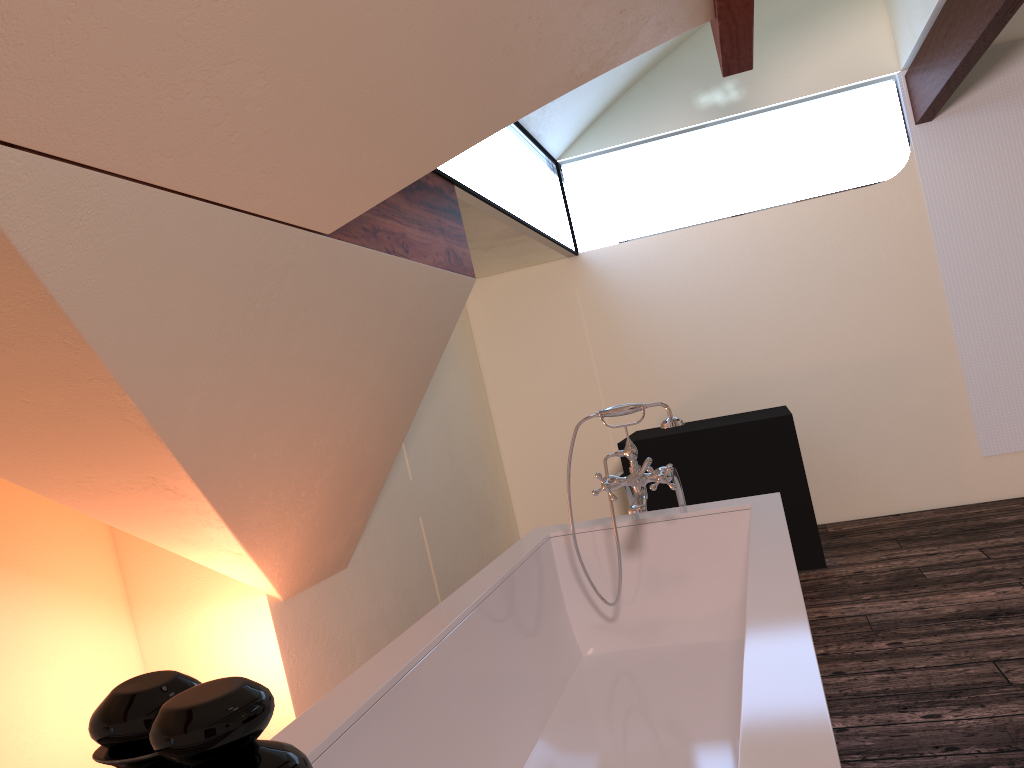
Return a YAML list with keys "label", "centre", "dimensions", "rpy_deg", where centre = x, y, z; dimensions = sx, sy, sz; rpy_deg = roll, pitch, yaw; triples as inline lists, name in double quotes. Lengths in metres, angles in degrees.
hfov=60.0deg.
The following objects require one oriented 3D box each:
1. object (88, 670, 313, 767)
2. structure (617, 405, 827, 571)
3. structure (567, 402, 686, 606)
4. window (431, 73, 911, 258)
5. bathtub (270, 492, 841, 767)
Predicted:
- label: "object"
  centre: [-0.318, 0.456, 0.921]
  dimensions: [0.155, 0.229, 0.277]
  rpy_deg: [-12, 0, -45]
- label: "structure"
  centre: [1.138, 0.658, 4.799]
  dimensions: [0.871, 0.861, 0.799]
  rpy_deg: [-12, 0, 15]
- label: "structure"
  centre: [0.467, 0.609, 2.690]
  dimensions: [0.385, 1.121, 0.551]
  rpy_deg: [-11, 1, 30]
- label: "window"
  centre: [0.848, -1.378, 3.719]
  dimensions: [2.111, 0.676, 3.510]
  rpy_deg: [-12, -1, 15]
- label: "bathtub"
  centre: [0.235, 0.828, 1.781]
  dimensions: [0.800, 0.694, 2.211]
  rpy_deg: [-12, -1, 15]
